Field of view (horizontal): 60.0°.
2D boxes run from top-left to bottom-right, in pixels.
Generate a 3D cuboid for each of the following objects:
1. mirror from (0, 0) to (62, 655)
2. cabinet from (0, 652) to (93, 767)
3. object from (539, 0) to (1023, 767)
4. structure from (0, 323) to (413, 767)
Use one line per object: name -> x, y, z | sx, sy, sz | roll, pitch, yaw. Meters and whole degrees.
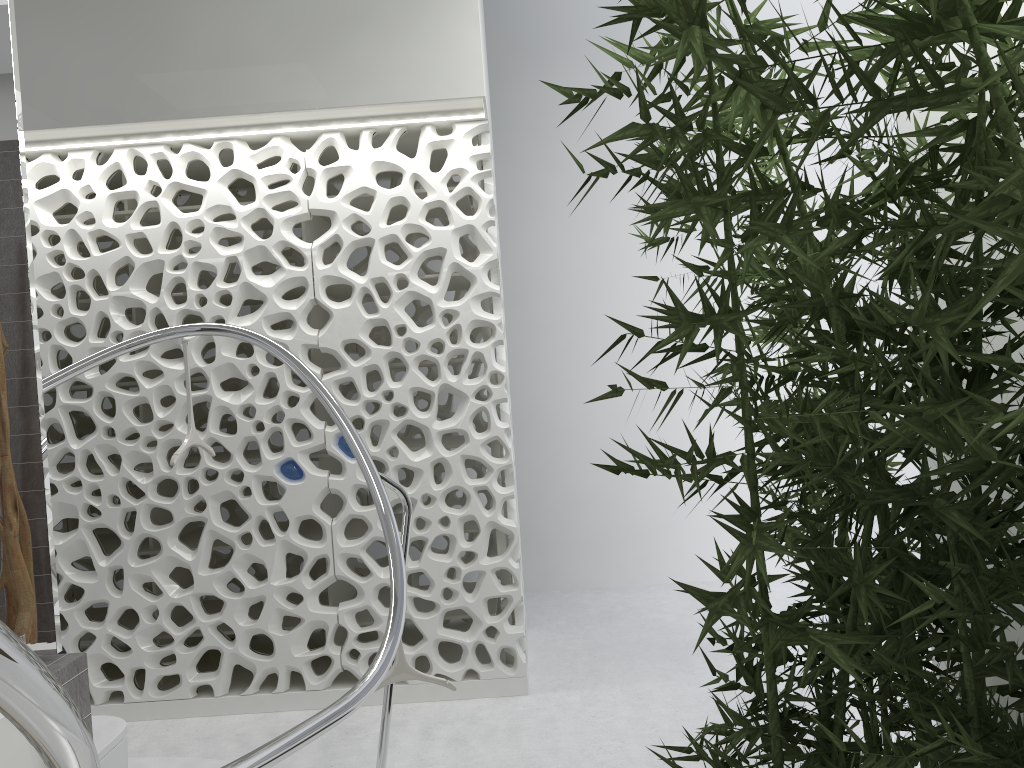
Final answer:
mirror -> -1.928, -0.171, 2.567 | 1.100, 1.980, 0.030 | -4, 0, 1
cabinet -> -1.829, 1.251, 2.403 | 1.200, 0.870, 0.461 | -4, 0, 1
object -> 0.611, -0.289, 1.124 | 4.664, 4.038, 4.097 | -4, 1, -40
structure -> -2.866, 0.876, 1.547 | 5.250, 2.080, 5.433 | -4, 0, -4
